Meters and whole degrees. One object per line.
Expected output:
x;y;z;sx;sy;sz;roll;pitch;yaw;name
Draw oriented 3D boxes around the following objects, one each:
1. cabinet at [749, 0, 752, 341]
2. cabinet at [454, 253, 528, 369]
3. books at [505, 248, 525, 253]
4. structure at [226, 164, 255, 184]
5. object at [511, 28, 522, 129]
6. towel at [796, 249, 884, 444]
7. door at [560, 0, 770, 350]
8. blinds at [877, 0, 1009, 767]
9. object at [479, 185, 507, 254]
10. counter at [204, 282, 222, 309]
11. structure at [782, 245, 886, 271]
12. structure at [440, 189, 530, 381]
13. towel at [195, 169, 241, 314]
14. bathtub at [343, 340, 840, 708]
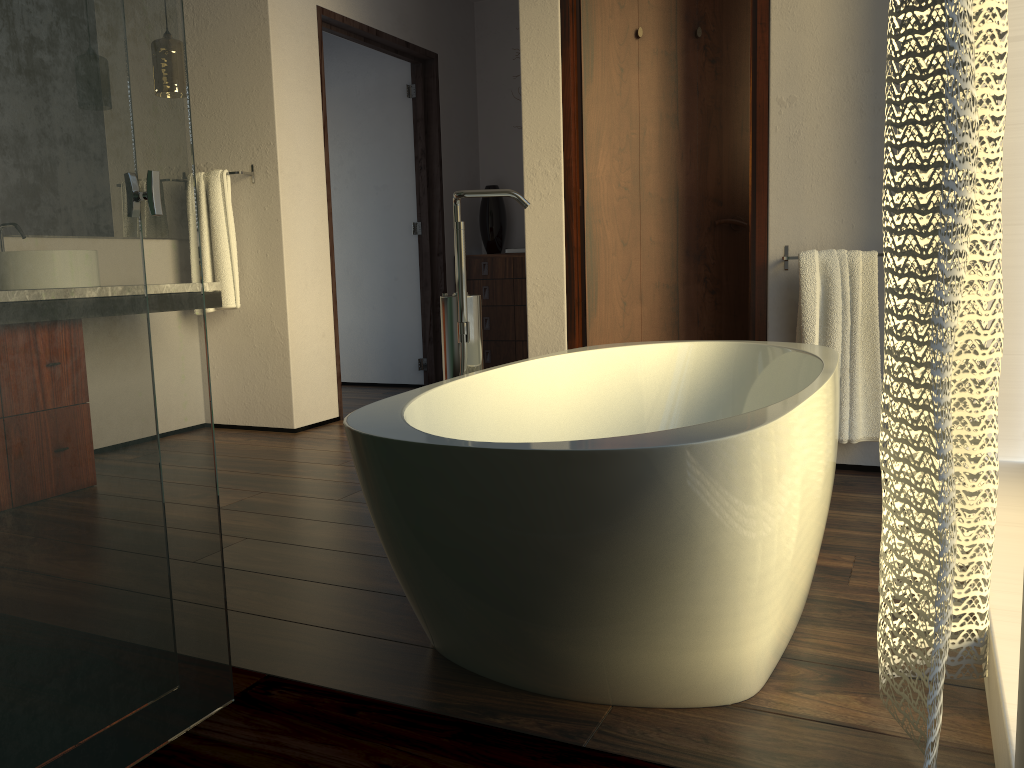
1.492;-1.088;4.281;1.513;2.363;0.351;2;8;27;cabinet
0.264;-0.385;5.290;1.162;0.800;0.395;2;8;27;cabinet
0.205;-0.806;5.314;0.498;0.034;0.246;-2;8;2;books
-1.340;-0.939;4.001;0.377;0.088;0.100;2;8;27;structure
0.327;-1.490;5.024;0.720;1.449;0.839;-5;8;-21;object
1.055;-0.114;2.872;0.263;0.637;0.153;-1;8;9;towel
0.623;-0.723;3.351;0.745;1.947;0.455;2;8;26;door
0.876;-0.739;1.784;0.185;2.336;2.084;2;8;25;blinds
-0.117;-1.006;5.441;0.174;0.417;0.166;4;10;39;object
-1.898;-0.219;2.689;0.599;0.101;2.215;2;8;25;counter
1.106;-0.412;2.835;0.462;0.088;0.100;2;8;27;structure
-0.112;-0.014;2.186;0.240;0.897;0.281;-5;8;-24;structure
-1.347;-0.634;3.981;0.264;0.636;0.157;5;10;44;towel
0.281;0.218;1.923;0.780;0.485;1.589;2;8;25;bathtub
